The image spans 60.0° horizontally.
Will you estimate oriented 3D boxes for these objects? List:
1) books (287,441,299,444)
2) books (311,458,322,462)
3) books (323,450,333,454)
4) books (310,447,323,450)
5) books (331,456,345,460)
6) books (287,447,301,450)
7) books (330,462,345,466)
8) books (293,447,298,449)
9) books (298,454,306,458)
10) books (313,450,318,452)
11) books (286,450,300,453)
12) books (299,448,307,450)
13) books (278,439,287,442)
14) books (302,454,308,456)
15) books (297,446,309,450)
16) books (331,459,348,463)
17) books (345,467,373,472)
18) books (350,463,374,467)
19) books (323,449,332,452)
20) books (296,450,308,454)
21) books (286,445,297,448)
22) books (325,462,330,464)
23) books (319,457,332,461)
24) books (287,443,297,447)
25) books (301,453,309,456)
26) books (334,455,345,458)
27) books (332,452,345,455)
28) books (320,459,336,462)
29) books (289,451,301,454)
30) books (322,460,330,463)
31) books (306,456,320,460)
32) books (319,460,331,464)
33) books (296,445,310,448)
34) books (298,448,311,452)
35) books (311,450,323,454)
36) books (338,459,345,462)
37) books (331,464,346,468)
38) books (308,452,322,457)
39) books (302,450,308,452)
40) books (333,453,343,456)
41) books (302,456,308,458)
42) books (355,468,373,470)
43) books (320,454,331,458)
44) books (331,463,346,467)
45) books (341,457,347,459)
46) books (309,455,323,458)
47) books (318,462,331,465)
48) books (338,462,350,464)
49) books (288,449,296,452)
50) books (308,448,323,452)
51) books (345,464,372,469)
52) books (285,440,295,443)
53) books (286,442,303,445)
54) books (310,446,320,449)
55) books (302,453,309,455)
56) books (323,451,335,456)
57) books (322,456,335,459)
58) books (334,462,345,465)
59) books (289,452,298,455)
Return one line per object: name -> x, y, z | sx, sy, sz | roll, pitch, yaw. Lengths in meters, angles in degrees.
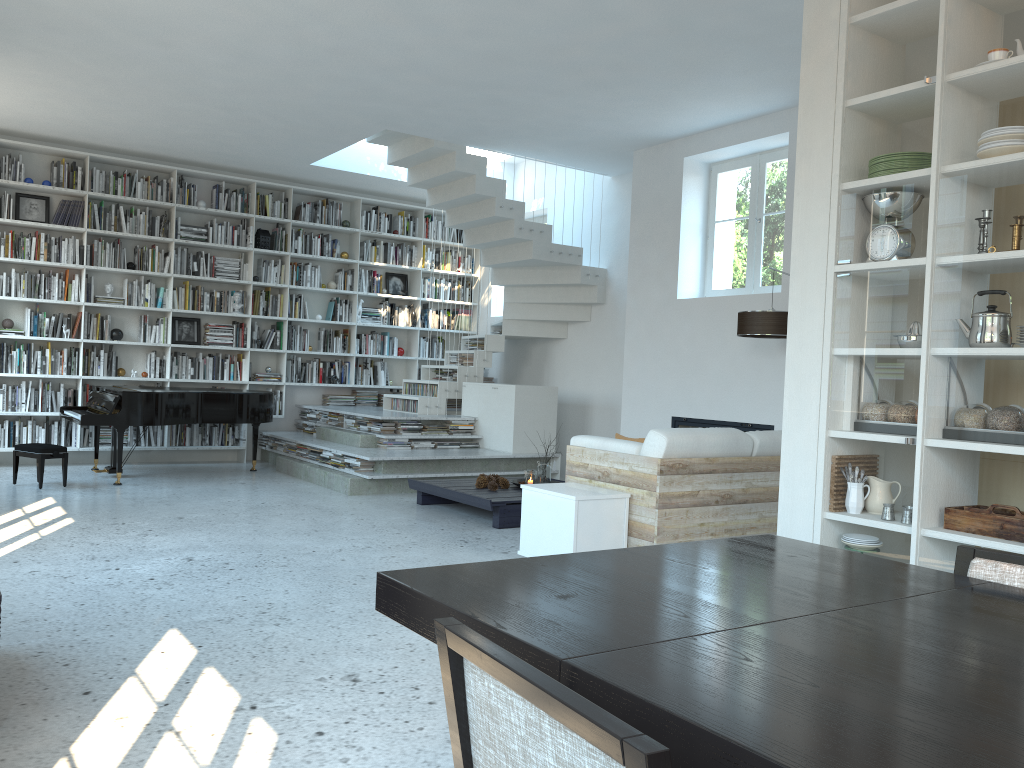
books -> -2.231, 0.611, 9.296 | 0.174, 0.011, 0.227 | 2, 1, -35
books -> -1.883, 0.748, 8.790 | 0.142, 0.012, 0.291 | 2, 1, -30
books -> -1.707, 0.649, 8.534 | 0.139, 0.013, 0.288 | 2, 1, -29
books -> -1.876, 0.640, 8.789 | 0.157, 0.007, 0.268 | 2, 1, -34
books -> -1.552, 0.692, 8.278 | 0.168, 0.013, 0.281 | 2, 1, -39
books -> -2.233, 0.674, 9.298 | 0.159, 0.011, 0.246 | 2, 1, -38
books -> -1.558, 0.746, 8.277 | 0.191, 0.006, 0.275 | 2, 1, -32
books -> -2.222, 0.663, 9.305 | 0.140, 0.013, 0.180 | 2, 1, -31
books -> -2.064, 0.732, 9.040 | 0.161, 0.008, 0.254 | 2, 1, -29
books -> -1.875, 0.661, 8.790 | 0.150, 0.008, 0.217 | 2, 1, -35
books -> -2.234, 0.706, 9.299 | 0.159, 0.012, 0.292 | 2, 1, -37
books -> -2.056, 0.661, 9.042 | 0.169, 0.009, 0.241 | 2, 1, -34
books -> -2.403, 0.608, 9.556 | 0.159, 0.006, 0.285 | 2, 1, -32
books -> -2.046, 0.726, 9.052 | 0.128, 0.005, 0.296 | 2, 1, -32
books -> -2.062, 0.649, 9.038 | 0.165, 0.014, 0.235 | 2, 1, -39
books -> -1.554, 0.716, 8.278 | 0.191, 0.015, 0.246 | 2, 1, -33
books -> -1.385, 0.775, 8.028 | 0.184, 0.017, 0.230 | 2, 1, -32
books -> -1.361, 0.726, 8.041 | 0.137, 0.019, 0.224 | 2, 1, -33
books -> -1.707, 0.636, 8.534 | 0.157, 0.014, 0.215 | 2, 1, -32
books -> -2.065, 0.693, 9.038 | 0.182, 0.013, 0.287 | 2, 1, -33
books -> -2.236, 0.651, 9.294 | 0.169, 0.009, 0.241 | 2, 1, -38
books -> -1.714, 0.756, 8.535 | 0.147, 0.008, 0.236 | 2, 1, -29
books -> -1.724, 0.723, 8.527 | 0.189, 0.013, 0.215 | 2, 1, -36
books -> -2.241, 0.639, 9.290 | 0.182, 0.016, 0.198 | 2, 1, -29
books -> -2.045, 0.719, 9.053 | 0.132, 0.009, 0.269 | 2, 1, -33
books -> -1.544, 0.674, 8.282 | 0.175, 0.006, 0.251 | 2, 1, -34
books -> -1.551, 0.645, 8.276 | 0.182, 0.016, 0.256 | 2, 1, -31
books -> -1.720, 0.733, 8.530 | 0.180, 0.008, 0.267 | 2, 1, -35
books -> -2.224, 0.716, 9.306 | 0.140, 0.008, 0.283 | 2, 1, -36
books -> -1.715, 0.742, 8.534 | 0.159, 0.009, 0.275 | 2, 1, -31
books -> -1.899, 0.731, 8.778 | 0.189, 0.009, 0.290 | 2, 1, -31
books -> -1.717, 0.749, 8.533 | 0.171, 0.005, 0.297 | 2, 1, -35
books -> -2.064, 0.636, 9.036 | 0.179, 0.012, 0.249 | 2, 1, -37
books -> -2.053, 0.670, 9.045 | 0.155, 0.009, 0.297 | 2, 1, -33
books -> -1.878, 0.674, 8.789 | 0.142, 0.017, 0.239 | 2, 1, -38
books -> -1.543, 0.707, 8.285 | 0.150, 0.004, 0.290 | 2, 1, -30
books -> -1.562, 0.766, 8.275 | 0.191, 0.016, 0.208 | 2, 1, -29
books -> -1.888, 0.695, 8.783 | 0.160, 0.025, 0.243 | 2, 1, -39
books -> -2.046, 0.681, 9.050 | 0.140, 0.013, 0.180 | 2, 1, -33
books -> -1.551, 0.658, 8.276 | 0.178, 0.010, 0.195 | 2, 1, -29
books -> -2.052, 0.740, 9.049 | 0.147, 0.008, 0.236 | 2, 1, -35
books -> -1.359, 0.761, 8.044 | 0.132, 0.014, 0.205 | 2, 1, -34
books -> -1.720, 0.691, 8.528 | 0.180, 0.017, 0.182 | 2, 1, -37
books -> -1.553, 0.754, 8.281 | 0.178, 0.009, 0.276 | 2, 1, -36
books -> -1.533, 0.682, 8.290 | 0.133, 0.009, 0.210 | 2, 1, -30
books -> -1.891, 0.713, 8.783 | 0.177, 0.011, 0.220 | 2, 1, -32
books -> -1.731, 0.761, 8.524 | 0.193, 0.005, 0.224 | 2, 1, -38
books -> -1.538, 0.731, 8.289 | 0.154, 0.014, 0.196 | 2, 1, -34
books -> -2.229, 0.694, 9.301 | 0.165, 0.012, 0.205 | 2, 1, -34
books -> -1.888, 0.650, 8.781 | 0.170, 0.014, 0.281 | 2, 1, -37
books -> -1.388, 0.744, 8.024 | 0.187, 0.017, 0.205 | 2, 1, -29
books -> -2.243, 0.602, 9.287 | 0.193, 0.005, 0.224 | 2, 1, -38
books -> -2.234, 0.624, 9.294 | 0.171, 0.015, 0.252 | 2, 1, -37
books -> -1.879, 0.632, 8.787 | 0.160, 0.008, 0.239 | 2, 1, -33
books -> -2.050, 0.707, 9.049 | 0.130, 0.014, 0.249 | 2, 1, -39
books -> -1.707, 0.669, 8.536 | 0.141, 0.028, 0.222 | 2, 1, -39
books -> -1.718, 0.703, 8.530 | 0.171, 0.007, 0.260 | 2, 1, -31
books -> -1.545, 0.741, 8.285 | 0.170, 0.006, 0.268 | 2, 1, -34
books -> -2.232, 0.727, 9.302 | 0.157, 0.014, 0.180 | 2, 1, -37
